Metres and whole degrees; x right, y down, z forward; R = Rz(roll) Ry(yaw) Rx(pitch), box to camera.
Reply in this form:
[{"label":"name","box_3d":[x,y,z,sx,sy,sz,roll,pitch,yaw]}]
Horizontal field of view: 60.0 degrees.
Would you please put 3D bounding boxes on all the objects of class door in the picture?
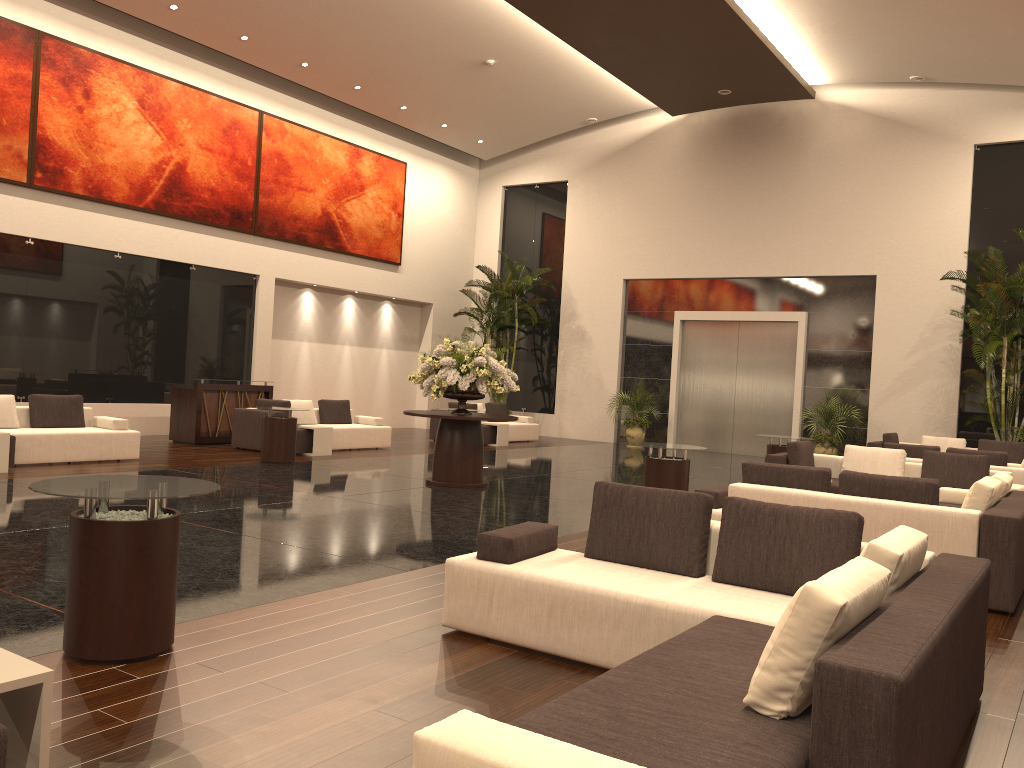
[{"label":"door","box_3d":[5.128,0.083,20.313,2.767,3.048,0.040,4,0,34]}]

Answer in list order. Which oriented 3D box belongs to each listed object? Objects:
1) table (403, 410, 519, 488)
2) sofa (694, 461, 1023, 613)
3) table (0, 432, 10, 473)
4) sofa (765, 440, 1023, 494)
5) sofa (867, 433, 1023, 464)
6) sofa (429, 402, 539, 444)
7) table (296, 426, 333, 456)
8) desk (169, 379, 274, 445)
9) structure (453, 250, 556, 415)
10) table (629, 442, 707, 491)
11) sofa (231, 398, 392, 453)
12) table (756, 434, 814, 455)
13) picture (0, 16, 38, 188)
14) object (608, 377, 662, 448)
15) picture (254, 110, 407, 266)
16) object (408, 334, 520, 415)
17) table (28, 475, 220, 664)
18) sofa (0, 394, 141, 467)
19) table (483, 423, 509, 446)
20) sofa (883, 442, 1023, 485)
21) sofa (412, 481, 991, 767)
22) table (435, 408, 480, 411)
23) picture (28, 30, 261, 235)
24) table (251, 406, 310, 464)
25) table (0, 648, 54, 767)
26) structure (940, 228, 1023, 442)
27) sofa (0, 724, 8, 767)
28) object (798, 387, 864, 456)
[{"label":"table","box_3d":[-0.696,0.854,11.666,1.498,0.921,1.498,3,0,25]},{"label":"sofa","box_3d":[3.278,1.135,8.099,2.586,0.862,3.366,4,0,34]},{"label":"table","box_3d":[-6.089,0.781,10.195,0.400,0.460,0.400,4,0,34]},{"label":"sofa","box_3d":[4.488,1.193,10.438,2.846,0.862,1.291,4,0,34]},{"label":"sofa","box_3d":[7.631,1.352,15.158,2.846,0.862,1.291,4,0,34]},{"label":"sofa","box_3d":[-0.447,0.858,19.834,1.291,0.862,2.846,4,0,34]},{"label":"table","box_3d":[-3.223,0.926,14.500,0.400,0.460,0.400,4,0,34]},{"label":"desk","box_3d":[-5.120,0.479,15.765,0.760,1.114,1.634,4,0,34]},{"label":"structure","box_3d":[-0.164,-1.015,22.390,2.436,4.611,2.531,3,0,5]},{"label":"table","box_3d":[1.667,1.065,9.604,0.833,0.795,0.844,3,0,-5]},{"label":"sofa","box_3d":[-3.323,0.713,15.516,1.291,0.862,2.846,4,0,34]},{"label":"table","box_3d":[4.038,1.185,13.215,0.833,0.795,0.844,3,0,-5]},{"label":"picture","box_3d":[-8.929,-4.476,12.337,0.070,2.526,4.515,4,0,34]},{"label":"object","box_3d":[2.932,0.640,20.773,1.373,1.682,1.297,3,0,-23]},{"label":"picture","box_3d":[-3.921,-4.223,19.858,0.070,2.526,4.515,4,0,34]},{"label":"object","box_3d":[-0.617,-0.151,11.645,1.453,1.097,1.402,3,0,-10]},{"label":"table","box_3d":[-1.875,0.886,4.285,0.844,0.795,0.833,3,0,-17]},{"label":"sofa","box_3d":[-6.189,0.568,11.212,1.291,0.862,2.846,4,0,34]},{"label":"table","box_3d":[-0.347,1.071,18.818,0.400,0.460,0.400,4,0,34]},{"label":"sofa","box_3d":[6.421,1.293,12.819,2.586,0.862,3.366,4,0,34]},{"label":"sofa","box_3d":[0.329,0.986,3.638,2.586,0.862,3.366,4,0,34]},{"label":"table","box_3d":[-1.041,0.872,16.608,0.833,0.795,0.844,3,0,-5]},{"label":"picture","box_3d":[-6.426,-4.350,16.096,0.070,2.526,4.515,4,0,34]},{"label":"table","box_3d":[-3.413,0.752,12.997,0.833,0.795,0.844,3,0,-5]},{"label":"table","box_3d":[-1.671,1.077,2.620,0.400,0.460,0.400,4,0,34]},{"label":"structure","box_3d":[9.081,-0.444,16.042,2.436,4.611,2.531,3,0,5]},{"label":"sofa","box_3d":[-1.373,0.897,1.637,2.846,0.862,1.291,4,0,34]},{"label":"object","box_3d":[6.501,0.861,18.325,1.373,1.682,1.297,3,0,-18]}]
